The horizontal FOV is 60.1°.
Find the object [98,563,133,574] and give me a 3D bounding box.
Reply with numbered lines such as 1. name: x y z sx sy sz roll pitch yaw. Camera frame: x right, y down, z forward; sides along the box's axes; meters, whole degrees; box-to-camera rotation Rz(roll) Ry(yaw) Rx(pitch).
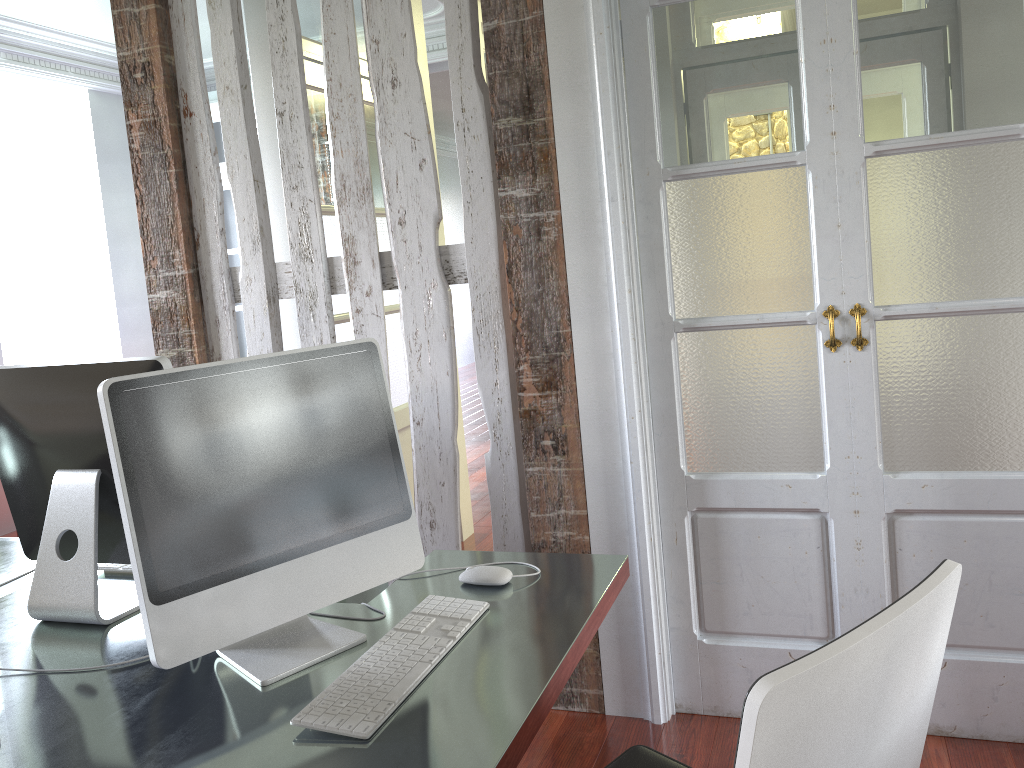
1. object: -0.703 0.392 1.925 0.438 0.017 0.119 -2 8 20

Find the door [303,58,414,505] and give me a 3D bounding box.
1. door: -0.600 -0.231 3.783 0.041 2.169 1.064 -4 6 20

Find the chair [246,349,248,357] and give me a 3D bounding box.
1. chair: -1.666 0.229 5.776 0.474 0.915 0.605 -3 6 20

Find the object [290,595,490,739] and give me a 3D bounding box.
1. object: -0.168 0.418 1.363 0.118 0.017 0.442 -2 8 20

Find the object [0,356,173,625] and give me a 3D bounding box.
1. object: -0.824 0.197 1.706 0.483 0.483 0.191 -3 6 20

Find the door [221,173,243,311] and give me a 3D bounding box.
1. door: -1.937 -0.510 6.692 1.159 2.171 0.041 -3 5 20

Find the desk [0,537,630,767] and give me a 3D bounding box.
1. desk: -1.130 0.851 1.603 2.504 0.724 1.309 -2 8 20

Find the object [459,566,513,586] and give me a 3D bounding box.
1. object: -0.050 0.359 1.666 0.106 0.028 0.059 -3 8 19

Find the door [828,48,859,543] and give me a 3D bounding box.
1. door: 1.315 -0.353 3.730 1.075 2.076 0.041 -3 5 20

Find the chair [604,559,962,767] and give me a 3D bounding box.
1. chair: 0.252 0.687 1.209 0.477 0.915 0.602 -10 7 -39

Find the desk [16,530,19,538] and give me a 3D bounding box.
1. desk: -1.828 0.469 5.083 1.444 0.651 1.724 -3 8 20

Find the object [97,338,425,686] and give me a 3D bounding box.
1. object: -0.389 0.194 1.438 0.189 0.483 0.486 0 8 45
